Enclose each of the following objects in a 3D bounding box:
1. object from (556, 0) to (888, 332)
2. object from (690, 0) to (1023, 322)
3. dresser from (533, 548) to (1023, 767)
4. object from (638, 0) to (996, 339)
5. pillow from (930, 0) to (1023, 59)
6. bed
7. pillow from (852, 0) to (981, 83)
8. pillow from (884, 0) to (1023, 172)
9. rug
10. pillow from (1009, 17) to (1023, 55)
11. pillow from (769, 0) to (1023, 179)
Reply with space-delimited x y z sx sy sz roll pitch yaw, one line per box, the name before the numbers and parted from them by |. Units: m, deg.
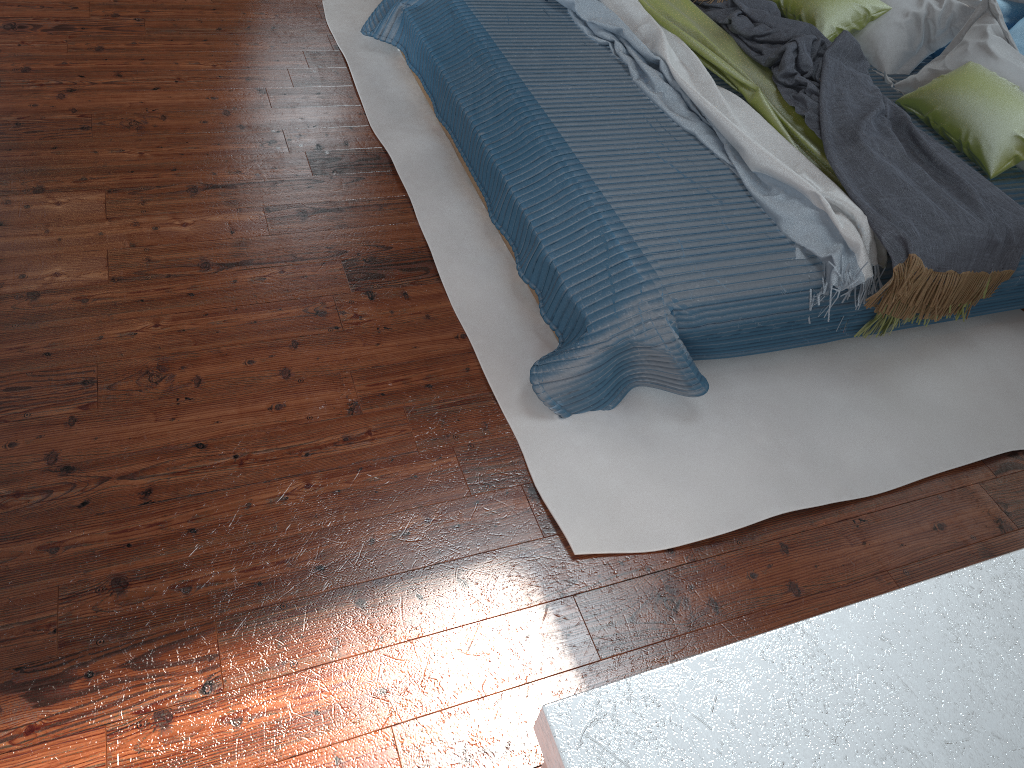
object | 0.415 -0.964 2.957 0.542 0.346 2.322 -10 47 -24
object | 0.995 -1.055 3.058 0.628 0.374 2.317 -1 44 -15
dresser | 1.478 0.527 1.364 3.139 0.808 0.666 -9 47 -22
object | 0.750 -0.958 3.105 0.496 0.411 2.271 -9 47 -23
pillow | 1.754 -1.687 3.733 0.350 0.302 0.986 -8 47 -22
bed | 0.974 -1.077 3.043 2.591 0.709 2.317 -8 46 -21
pillow | 1.479 -1.581 3.603 0.478 0.330 0.940 -11 48 -24
pillow | 1.760 -0.997 3.002 0.365 0.359 0.918 -11 48 -25
rug | 0.472 -0.758 3.058 1.813 0.045 2.936 -8 47 -21
pillow | 2.055 -1.038 3.129 0.369 0.292 0.995 -8 47 -22
pillow | 1.433 -1.248 3.262 0.313 0.202 1.492 -7 46 -21
